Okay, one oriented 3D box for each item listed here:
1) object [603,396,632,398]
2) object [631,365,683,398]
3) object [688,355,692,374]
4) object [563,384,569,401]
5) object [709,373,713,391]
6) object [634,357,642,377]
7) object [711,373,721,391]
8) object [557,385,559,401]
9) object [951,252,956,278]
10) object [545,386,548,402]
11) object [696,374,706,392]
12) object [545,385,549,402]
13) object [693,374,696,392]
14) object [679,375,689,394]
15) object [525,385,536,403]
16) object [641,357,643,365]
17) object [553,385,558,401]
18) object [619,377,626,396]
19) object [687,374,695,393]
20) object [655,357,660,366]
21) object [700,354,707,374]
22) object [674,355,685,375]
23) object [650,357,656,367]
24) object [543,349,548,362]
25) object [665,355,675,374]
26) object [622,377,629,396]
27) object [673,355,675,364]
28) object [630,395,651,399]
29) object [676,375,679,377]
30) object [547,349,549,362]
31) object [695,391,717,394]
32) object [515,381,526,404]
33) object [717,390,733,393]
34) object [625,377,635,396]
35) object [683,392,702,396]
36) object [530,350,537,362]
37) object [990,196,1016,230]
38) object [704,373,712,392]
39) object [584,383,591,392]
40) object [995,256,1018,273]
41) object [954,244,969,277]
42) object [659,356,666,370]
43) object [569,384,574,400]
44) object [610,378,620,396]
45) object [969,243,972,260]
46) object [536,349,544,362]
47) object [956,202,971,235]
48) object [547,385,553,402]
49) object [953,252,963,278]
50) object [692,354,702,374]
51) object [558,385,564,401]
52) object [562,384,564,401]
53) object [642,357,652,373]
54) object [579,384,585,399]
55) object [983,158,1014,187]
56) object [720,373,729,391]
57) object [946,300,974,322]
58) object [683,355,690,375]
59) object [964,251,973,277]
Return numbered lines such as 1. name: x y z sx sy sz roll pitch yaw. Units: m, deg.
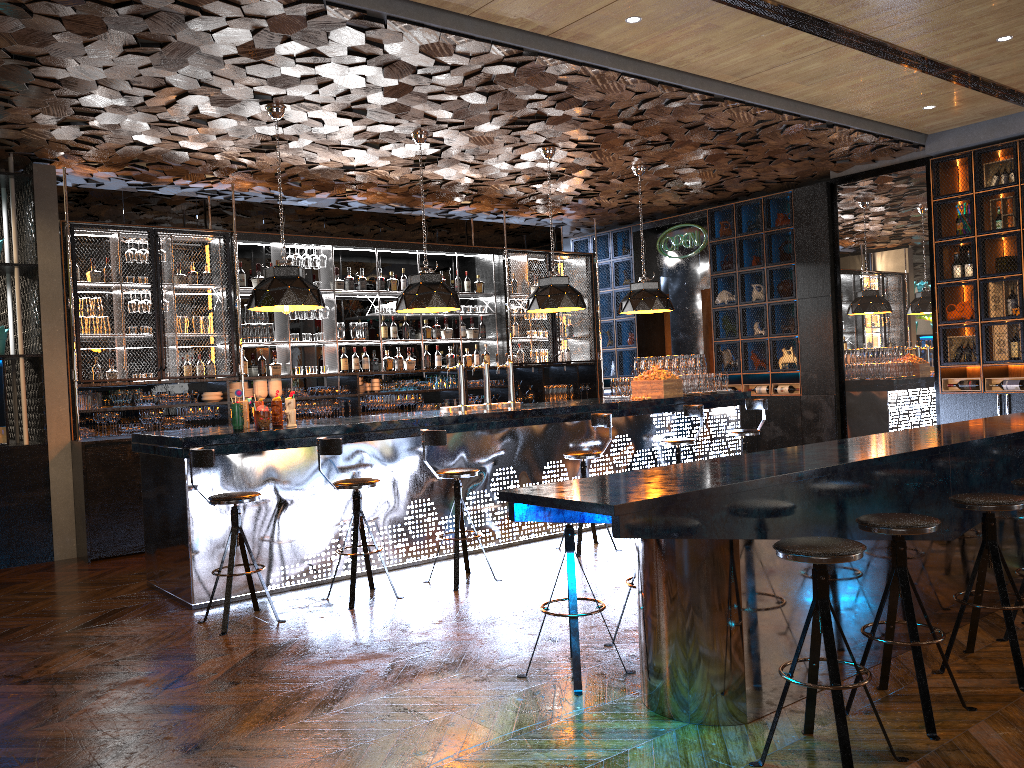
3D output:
1. object: 1.215 0.131 9.486 0.273 0.019 0.437 -3 1 -38
2. object: 1.501 -0.031 9.123 0.340 0.332 0.464 -3 1 -35
3. object: 1.879 -0.207 9.503 0.105 0.209 0.105 -3 1 -13
4. object: 0.728 0.122 11.949 0.079 0.231 0.079 -3 1 -2
5. object: 2.189 -0.014 9.704 0.105 0.209 0.105 -3 1 -13
6. object: 1.377 -0.185 9.667 0.105 0.209 0.105 -3 1 -13
7. object: 2.210 -0.013 9.582 0.105 0.209 0.105 -2 1 27
8. object: 0.634 0.126 11.993 0.079 0.231 0.079 -3 1 -37
9. object: 4.676 -1.230 9.343 0.086 0.313 0.086 -3 1 0
10. object: 0.433 0.139 11.718 0.079 0.231 0.079 -3 1 -2
11. object: 1.990 -0.002 9.360 0.105 0.209 0.105 -3 1 -13
12. object: 0.467 0.134 11.977 0.079 0.231 0.079 -3 1 -6
13. object: 1.929 0.000 9.459 0.105 0.209 0.105 -3 1 -13
14. object: 1.773 0.011 9.179 0.105 0.209 0.105 -3 1 -13
15. object: 0.242 0.140 11.657 0.158 0.248 0.158 -3 1 -44
16. object: 1.462 -0.190 9.740 0.105 0.209 0.105 -3 1 -13
17. object: 0.577 0.130 11.836 0.079 0.231 0.079 -2 1 28
18. object: 1.197 0.035 9.631 0.105 0.209 0.105 -3 1 -13
19. object: 1.852 0.006 9.258 0.105 0.209 0.105 -3 1 -13
20. object: 1.594 -0.197 9.848 0.105 0.209 0.105 -3 1 -13
21. object: 2.027 -0.214 9.477 0.105 0.209 0.105 -3 1 -13
22. object: 1.742 -0.197 9.236 0.105 0.209 0.105 -3 1 -13
23. object: 1.525 -0.192 9.641 0.105 0.209 0.105 -3 1 -13
24. object: 0.433 -0.362 11.965 0.105 0.209 0.105 -2 1 37
25. object: 1.663 -0.195 9.322 0.105 0.209 0.105 -3 1 -13
26. object: 1.235 0.035 9.498 0.105 0.209 0.105 -3 1 -13
27. object: 1.747 -0.200 9.396 0.105 0.209 0.105 -3 1 -13
28. object: 1.293 0.135 8.833 0.198 0.045 0.377 -3 1 0
29. object: 1.712 0.013 9.277 0.105 0.209 0.105 -3 1 -13
30. object: 0.498 -0.366 12.078 0.105 0.209 0.105 -2 1 37
31. object: 1.957 0.095 9.508 0.273 0.019 0.437 -3 1 -38
32. object: 0.095 0.115 11.614 0.170 0.313 0.170 -3 1 -44
33. object: 2.170 0.083 9.692 0.273 0.019 0.437 -3 1 -38
34. object: 1.255 0.036 9.376 0.105 0.209 0.105 -2 1 27
35. object: 1.741 0.108 9.327 0.273 0.019 0.437 -3 1 -38
36. object: 0.301 -0.355 11.928 0.105 0.209 0.105 -2 1 37
37. object: 4.947 -1.686 8.902 0.119 0.352 0.222 -3 1 -38
38. object: 2.069 -0.007 9.439 0.105 0.209 0.105 -3 1 -13
39. object: 1.033 0.106 12.233 0.101 0.227 0.101 -2 1 29
40. object: 4.976 -1.182 8.889 0.182 0.187 0.187 -3 1 -3
41. object: 4.790 -1.275 9.399 0.116 0.392 0.144 -3 1 -33
42. object: 1.673 -0.200 9.762 0.105 0.209 0.105 -3 1 -13
43. object: 0.807 0.117 12.014 0.079 0.231 0.079 -3 1 -42
44. object: 1.111 0.040 9.555 0.105 0.209 0.105 -3 1 -13
45. object: 4.869 -1.277 9.256 0.116 0.392 0.144 -3 1 -43
46. object: 0.377 -0.357 11.842 0.105 0.209 0.105 -2 1 37
47. object: 4.746 -1.699 9.236 0.222 0.390 0.224 -2 1 36
48. object: 0.512 0.134 11.782 0.079 0.231 0.079 -3 1 -42
49. object: 4.652 -1.222 9.250 0.088 0.306 0.088 -3 1 -30
50. object: 1.958 -0.210 9.418 0.105 0.209 0.105 -3 1 -13
51. object: 0.654 0.126 11.896 0.079 0.231 0.079 -3 1 -11
52. object: 0.710 0.121 12.050 0.079 0.231 0.079 -2 1 32
53. object: 1.456 -0.188 9.581 0.105 0.209 0.105 -3 1 -13
54. object: 0.945 0.112 12.113 0.101 0.227 0.101 -2 1 29
55. object: 4.972 -2.097 8.925 0.152 0.297 0.361 -3 1 -40
56. object: 2.302 -0.018 9.639 0.105 0.209 0.105 -2 1 27
57. object: 4.638 -0.746 9.190 0.138 0.222 0.278 -3 1 -39
58. object: 1.811 -0.201 9.296 0.105 0.209 0.105 -3 1 -13
59. object: 4.730 -1.225 9.173 0.088 0.306 0.088 -3 1 -30
